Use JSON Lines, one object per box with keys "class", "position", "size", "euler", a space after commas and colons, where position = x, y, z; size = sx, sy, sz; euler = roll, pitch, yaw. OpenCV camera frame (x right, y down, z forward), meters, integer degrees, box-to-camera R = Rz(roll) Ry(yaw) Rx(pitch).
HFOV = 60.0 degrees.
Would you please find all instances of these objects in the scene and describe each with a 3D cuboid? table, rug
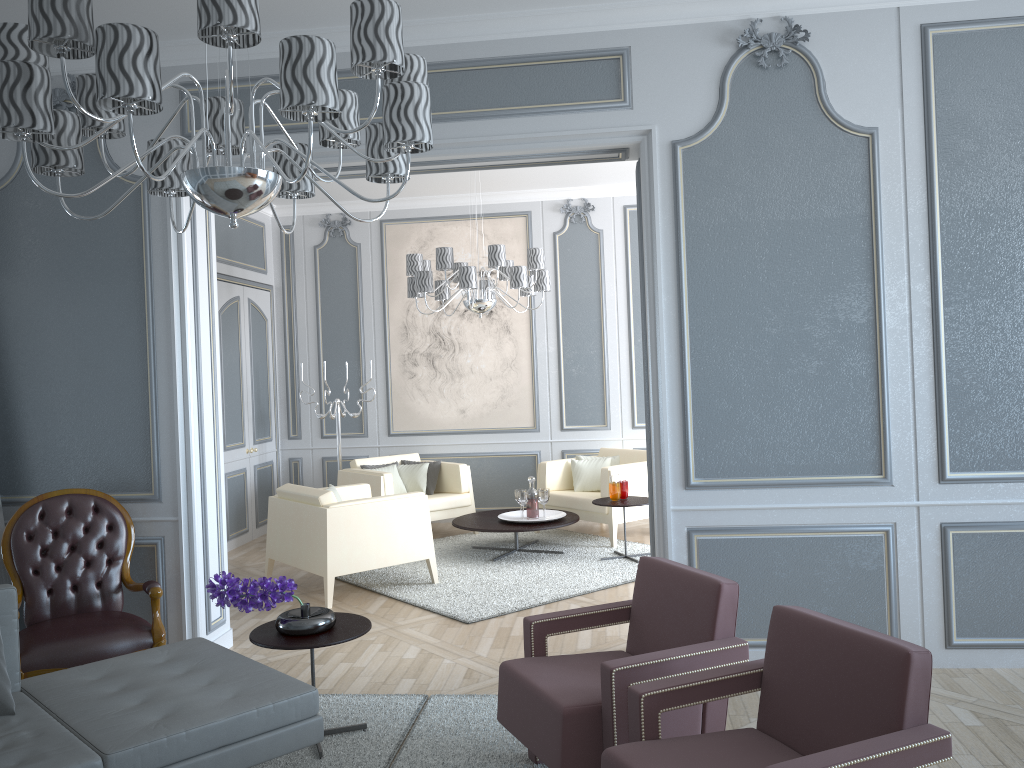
{"class": "table", "position": [0.737, 0.952, 5.782], "size": [0.414, 0.385, 0.414], "euler": [-3, 0, -36]}
{"class": "table", "position": [-0.689, 1.039, 3.074], "size": [0.414, 0.385, 0.414], "euler": [-2, 0, -6]}
{"class": "table", "position": [0.030, 1.047, 6.132], "size": [0.882, 0.239, 0.882], "euler": [-2, 1, 4]}
{"class": "rug", "position": [-0.057, 1.170, 5.843], "size": [2.001, 0.010, 1.999], "euler": [-3, 1, -38]}
{"class": "rug", "position": [-0.503, 1.246, 1.864], "size": [2.018, 0.010, 3.204], "euler": [-2, 1, 7]}

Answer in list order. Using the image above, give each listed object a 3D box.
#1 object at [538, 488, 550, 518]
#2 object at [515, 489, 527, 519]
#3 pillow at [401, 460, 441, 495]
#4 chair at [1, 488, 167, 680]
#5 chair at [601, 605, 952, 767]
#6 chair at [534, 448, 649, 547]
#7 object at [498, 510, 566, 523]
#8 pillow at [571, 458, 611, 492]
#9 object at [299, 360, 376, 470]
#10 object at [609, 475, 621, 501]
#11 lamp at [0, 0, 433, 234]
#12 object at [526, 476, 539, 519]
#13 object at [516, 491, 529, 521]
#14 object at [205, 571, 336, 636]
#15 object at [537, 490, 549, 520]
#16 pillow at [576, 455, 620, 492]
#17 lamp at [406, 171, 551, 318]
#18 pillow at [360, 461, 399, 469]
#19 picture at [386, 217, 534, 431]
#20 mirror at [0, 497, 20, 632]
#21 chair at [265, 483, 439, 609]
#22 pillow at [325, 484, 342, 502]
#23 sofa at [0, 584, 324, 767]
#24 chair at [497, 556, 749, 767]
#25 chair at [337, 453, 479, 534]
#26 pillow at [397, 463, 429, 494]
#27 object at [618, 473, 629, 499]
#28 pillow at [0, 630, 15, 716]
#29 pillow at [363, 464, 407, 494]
{"class": "object", "position": [0.222, 0.819, 6.098], "size": [0.080, 0.196, 0.080], "euler": [-2, 0, -10]}
{"class": "object", "position": [0.062, 0.826, 6.107], "size": [0.080, 0.196, 0.080], "euler": [-2, 0, -10]}
{"class": "pillow", "position": [-0.741, 0.742, 6.982], "size": [0.351, 0.276, 0.184], "euler": [-2, 0, 22]}
{"class": "chair", "position": [-1.736, 0.857, 3.548], "size": [0.573, 0.828, 0.575], "euler": [-2, 0, -33]}
{"class": "chair", "position": [0.560, 0.890, 2.008], "size": [0.606, 0.620, 0.576], "euler": [-2, 0, -23]}
{"class": "chair", "position": [0.706, 0.822, 6.677], "size": [0.737, 0.621, 0.855], "euler": [-3, 1, -38]}
{"class": "object", "position": [0.137, 0.910, 6.062], "size": [0.468, 0.028, 0.468], "euler": [-2, 1, 19]}
{"class": "pillow", "position": [0.610, 0.692, 6.753], "size": [0.312, 0.245, 0.163], "euler": [-2, 0, 1]}
{"class": "object", "position": [-1.376, 0.514, 7.063], "size": [0.446, 1.386, 0.446], "euler": [-2, 0, -39]}
{"class": "object", "position": [0.672, 0.679, 5.801], "size": [0.075, 0.165, 0.075], "euler": [-2, 0, -4]}
{"class": "lamp", "position": [-0.693, -0.931, 2.126], "size": [0.976, 1.120, 0.976], "euler": [-2, 0, -5]}
{"class": "object", "position": [0.138, 0.776, 6.073], "size": [0.086, 0.290, 0.086], "euler": [-2, 0, 28]}
{"class": "object", "position": [0.074, 0.827, 6.009], "size": [0.080, 0.196, 0.080], "euler": [-2, 0, 10]}
{"class": "object", "position": [-0.817, 0.741, 3.029], "size": [0.425, 0.221, 0.206], "euler": [-3, 0, -24]}
{"class": "object", "position": [0.214, 0.821, 6.015], "size": [0.080, 0.196, 0.080], "euler": [-2, 0, -10]}
{"class": "pillow", "position": [0.661, 0.690, 6.825], "size": [0.351, 0.276, 0.184], "euler": [-2, 0, 12]}
{"class": "lamp", "position": [-0.242, -1.008, 6.070], "size": [0.976, 1.120, 0.976], "euler": [-2, 0, -5]}
{"class": "pillow", "position": [-0.991, 0.754, 6.867], "size": [0.351, 0.276, 0.184], "euler": [-3, 0, -38]}
{"class": "picture", "position": [-0.446, -0.497, 7.464], "size": [1.199, 1.751, 0.001], "euler": [-2, 0, 7]}
{"class": "mirror", "position": [-2.366, 0.409, 3.209], "size": [0.251, 1.792, 1.400], "euler": [-2, 0, 7]}
{"class": "chair", "position": [-0.993, 0.907, 5.389], "size": [0.737, 0.621, 0.855], "euler": [-3, 1, -38]}
{"class": "pillow", "position": [-1.108, 0.780, 5.467], "size": [0.182, 0.285, 0.360], "euler": [-2, 0, 12]}
{"class": "sofa", "position": [-1.619, 0.948, 2.084], "size": [2.205, 0.668, 0.810], "euler": [-3, 1, -43]}
{"class": "chair", "position": [0.309, 0.890, 2.664], "size": [0.606, 0.620, 0.576], "euler": [-2, 0, -23]}
{"class": "chair", "position": [-0.826, 0.879, 6.852], "size": [0.855, 0.621, 0.737], "euler": [-3, 1, -38]}
{"class": "pillow", "position": [-0.803, 0.745, 6.919], "size": [0.312, 0.245, 0.163], "euler": [-2, 0, 11]}
{"class": "object", "position": [0.733, 0.676, 5.862], "size": [0.075, 0.165, 0.075], "euler": [-2, 0, -34]}
{"class": "pillow", "position": [-1.585, 0.769, 2.364], "size": [0.253, 0.354, 0.422], "euler": [-2, 0, 44]}
{"class": "pillow", "position": [-0.968, 0.753, 6.782], "size": [0.163, 0.245, 0.312], "euler": [-2, 0, 41]}
